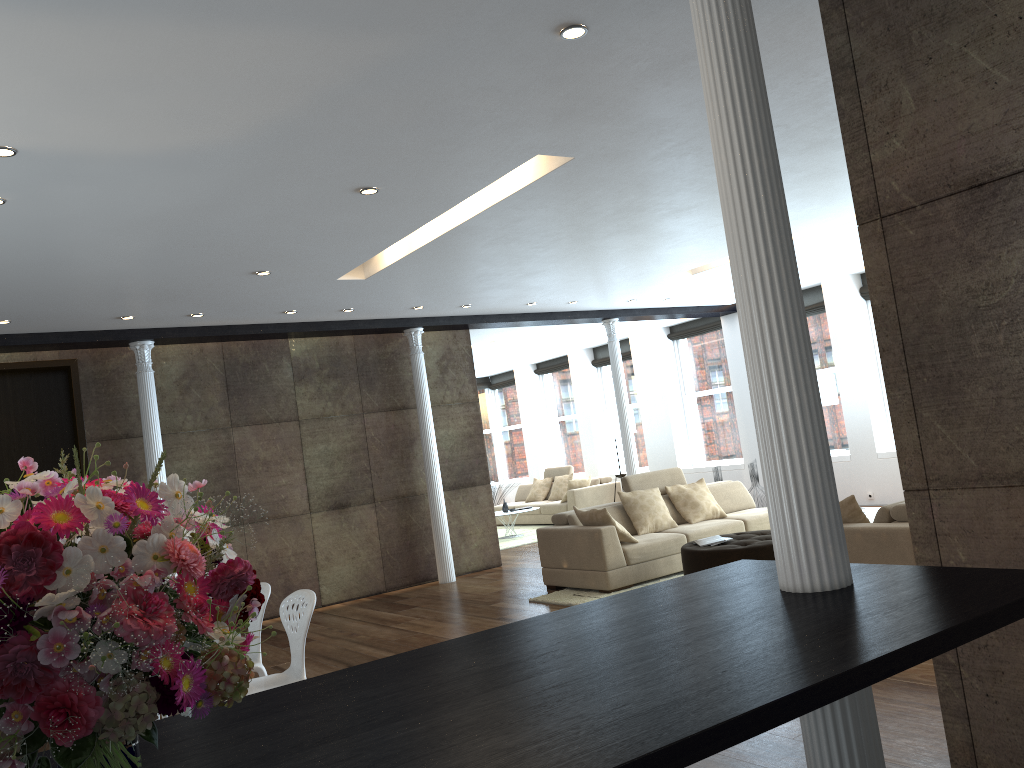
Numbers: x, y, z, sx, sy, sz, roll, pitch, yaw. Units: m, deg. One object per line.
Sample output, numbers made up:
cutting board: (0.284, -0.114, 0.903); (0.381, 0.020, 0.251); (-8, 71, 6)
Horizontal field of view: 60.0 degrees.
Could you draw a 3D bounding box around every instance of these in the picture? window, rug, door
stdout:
window: (2.061, 0.429, 15.698); (0.123, 2.400, 1.345); (-5, -5, -34)
window: (5.163, -0.358, 10.961); (0.123, 2.400, 1.442); (-5, -5, -34)
window: (3.184, 0.145, 13.984); (0.123, 2.400, 1.391); (-5, -5, -34)
window: (1.951, 1.895, 27.167); (34.761, 17.917, 13.698); (-5, -5, -34)
rug: (-0.279, 2.512, 14.832); (2.972, 0.020, 4.231); (-5, -5, -34)
window: (4.167, -0.105, 12.483); (0.123, 2.400, 1.432); (-5, -5, -34)
window: (1.088, 0.676, 17.185); (0.123, 2.400, 1.444); (-5, -5, -34)
window: (-0.945, 1.092, 18.910); (1.474, 2.400, 0.123); (-5, -5, -34)
rug: (2.709, 1.585, 7.947); (4.231, 0.020, 2.972); (-5, -5, -34)
door: (-4.488, 1.221, 8.280); (1.000, 2.814, 0.510); (-5, -5, -34)

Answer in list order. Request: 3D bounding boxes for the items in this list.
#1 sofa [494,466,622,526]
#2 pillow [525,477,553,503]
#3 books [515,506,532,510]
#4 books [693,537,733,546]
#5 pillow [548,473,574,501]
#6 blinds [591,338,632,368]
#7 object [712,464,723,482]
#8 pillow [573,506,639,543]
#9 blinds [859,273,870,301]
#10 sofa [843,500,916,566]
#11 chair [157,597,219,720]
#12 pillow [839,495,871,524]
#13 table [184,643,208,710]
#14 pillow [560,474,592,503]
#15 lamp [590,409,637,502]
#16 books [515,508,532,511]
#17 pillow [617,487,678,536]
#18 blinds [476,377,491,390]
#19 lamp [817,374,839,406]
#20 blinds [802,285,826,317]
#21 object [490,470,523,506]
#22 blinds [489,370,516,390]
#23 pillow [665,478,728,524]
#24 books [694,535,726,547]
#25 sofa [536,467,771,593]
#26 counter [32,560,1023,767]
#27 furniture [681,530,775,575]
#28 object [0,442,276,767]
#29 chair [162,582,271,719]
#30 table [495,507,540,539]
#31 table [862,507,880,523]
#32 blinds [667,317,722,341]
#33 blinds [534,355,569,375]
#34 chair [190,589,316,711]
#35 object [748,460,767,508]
sofa: (0.714, 1.953, 15.552); (1.018, 0.950, 2.581); (-5, -5, -34)
pillow: (0.496, 1.886, 15.867); (0.368, 0.416, 0.519); (-5, -5, -38)
books: (0.165, 1.972, 14.068); (0.300, 0.010, 0.220); (-7, -4, -19)
books: (1.695, 1.328, 7.490); (0.219, 0.031, 0.300); (-7, -4, -19)
pillow: (0.844, 1.789, 15.357); (0.301, 0.439, 0.534); (-5, -5, -37)
blinds: (1.867, -0.568, 15.736); (0.156, 0.393, 1.342); (-5, -5, -34)
object: (2.934, 1.500, 12.501); (0.458, 0.781, 0.458); (-5, -5, -35)
pillow: (0.840, 1.282, 8.089); (0.395, 0.393, 0.518); (-6, -5, -30)
blinds: (4.971, -1.348, 10.997); (0.156, 0.424, 1.439); (-5, -5, -34)
sofa: (3.173, 0.935, 6.389); (2.581, 0.950, 1.021); (-5, -5, -34)
chair: (-1.959, 1.651, 5.418); (0.581, 0.835, 0.495); (-5, -5, -34)
pillow: (2.196, 0.939, 6.019); (0.395, 0.393, 0.518); (-5, -5, -37)
table: (-2.521, 1.725, 4.621); (1.200, 0.733, 3.400); (-5, -5, -34)
pillow: (1.063, 1.724, 14.593); (0.518, 0.393, 0.395); (-5, -5, -37)
lamp: (1.709, 1.308, 14.114); (0.698, 1.728, 0.698); (-7, -4, -10)
books: (0.166, 1.980, 14.042); (0.300, 0.010, 0.220); (-8, -4, 1)
pillow: (1.338, 1.235, 8.710); (0.534, 0.439, 0.301); (-6, -5, -30)
blinds: (-1.059, 0.038, 18.906); (1.442, 0.312, 0.155); (-5, -5, -34)
lamp: (3.765, 0.788, 10.974); (0.698, 1.728, 0.698); (-7, -4, -10)
blinds: (3.959, -1.100, 12.513); (0.183, 0.395, 1.431); (-5, -5, -34)
object: (-0.452, 2.169, 16.939); (1.125, 1.014, 1.119); (-12, -6, 42)
blinds: (-0.096, -0.104, 18.728); (0.156, 0.327, 1.377); (-5, -5, -34)
pillow: (1.863, 1.195, 9.045); (0.519, 0.416, 0.368); (-6, -5, -29)
books: (1.668, 1.324, 7.490); (0.220, 0.040, 0.301); (-8, -4, 1)
sofa: (1.574, 1.341, 8.830); (2.581, 0.950, 1.021); (-5, -5, -34)
counter: (-0.534, 0.645, 1.342); (3.700, 0.040, 1.000); (-5, -5, -34)
furniture: (1.965, 1.467, 7.452); (1.057, 0.355, 1.057); (-6, -5, -32)
object: (-0.680, 0.373, 1.412); (0.544, 0.552, 0.570); (-6, -5, -28)
chair: (-1.566, 1.550, 4.802); (0.581, 0.835, 0.495); (-5, -5, -34)
table: (-0.042, 2.202, 13.886); (1.022, 0.393, 1.022); (-9, -4, 10)
table: (3.545, 1.491, 9.599); (0.900, 0.170, 0.900); (-5, -5, -34)
blinds: (2.980, -0.911, 14.027); (0.156, 0.275, 1.396); (-5, -5, -34)
blinds: (0.886, -0.380, 17.225); (0.156, 0.275, 1.442); (-5, -5, -34)
chair: (-1.189, 1.454, 4.218); (0.581, 0.835, 0.495); (-5, -5, -34)
object: (3.367, 1.419, 12.235); (0.458, 0.781, 0.458); (-5, -5, -35)
